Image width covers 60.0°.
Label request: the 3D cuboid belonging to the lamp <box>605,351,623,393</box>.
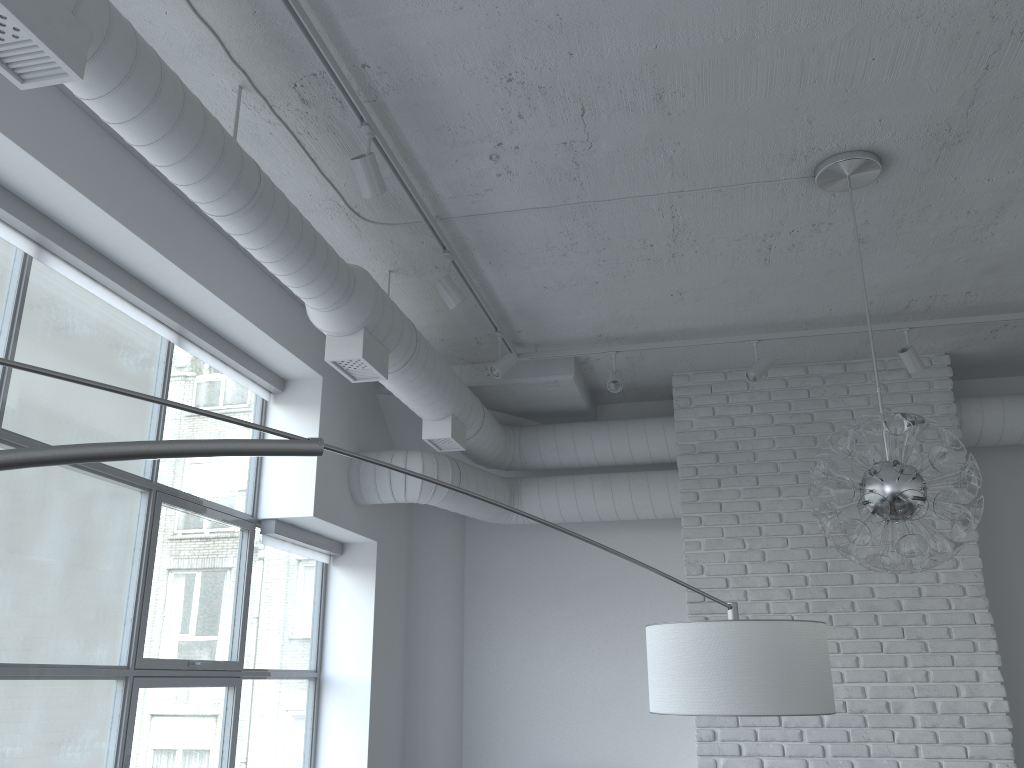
[{"bbox_3d":[0.587,-0.081,5.102,0.095,0.285,0.154,-4,-19,10],"label":"lamp"}]

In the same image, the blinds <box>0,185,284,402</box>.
[{"bbox_3d":[-1.700,-0.518,3.242,0.086,0.130,3.613,-4,-19,12],"label":"blinds"}]

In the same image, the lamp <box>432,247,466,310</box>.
[{"bbox_3d":[-0.277,-0.469,3.931,0.154,0.285,0.087,12,-22,-31],"label":"lamp"}]

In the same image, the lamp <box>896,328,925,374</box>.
[{"bbox_3d":[2.134,-0.195,4.777,0.154,0.285,0.097,13,-23,-35],"label":"lamp"}]

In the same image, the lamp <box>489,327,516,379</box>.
[{"bbox_3d":[-0.051,-0.164,4.844,0.154,0.285,0.087,9,-21,-27],"label":"lamp"}]

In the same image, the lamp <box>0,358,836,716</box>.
[{"bbox_3d":[-0.082,0.971,1.428,2.162,1.738,0.432,16,-25,-41],"label":"lamp"}]

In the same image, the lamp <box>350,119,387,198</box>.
[{"bbox_3d":[-0.486,-0.770,3.026,0.087,0.285,0.154,-7,-20,21],"label":"lamp"}]

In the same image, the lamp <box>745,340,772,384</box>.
[{"bbox_3d":[1.365,-0.138,4.940,0.154,0.285,0.090,6,-19,-18],"label":"lamp"}]

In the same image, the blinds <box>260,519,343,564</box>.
[{"bbox_3d":[-1.197,0.920,5.115,0.086,0.130,0.903,-4,-19,12],"label":"blinds"}]

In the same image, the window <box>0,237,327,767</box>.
[{"bbox_3d":[-1.658,0.677,3.338,0.107,2.340,4.566,-4,-19,12],"label":"window"}]

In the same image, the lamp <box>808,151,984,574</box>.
[{"bbox_3d":[1.306,-0.104,3.204,0.552,1.546,0.552,0,-18,0],"label":"lamp"}]
